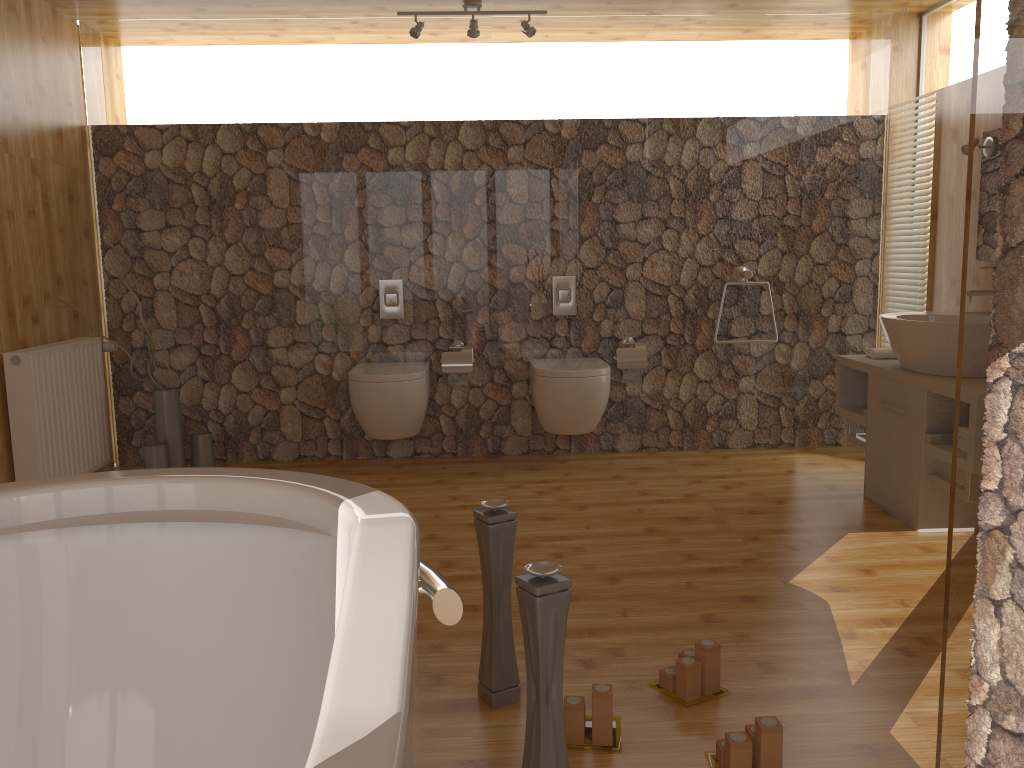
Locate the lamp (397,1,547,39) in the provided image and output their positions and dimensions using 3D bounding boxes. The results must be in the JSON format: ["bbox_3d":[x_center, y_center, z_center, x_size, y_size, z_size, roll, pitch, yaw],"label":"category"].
[{"bbox_3d":[-0.183,-1.685,4.115,0.694,0.155,0.082,-1,8,-1],"label":"lamp"}]

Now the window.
[{"bbox_3d":[2.156,-0.476,2.598,0.010,2.164,3.964,-1,8,-2],"label":"window"}]

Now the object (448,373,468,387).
[{"bbox_3d":[-0.272,-0.064,4.477,0.098,0.151,0.090,-1,8,-2],"label":"object"}]

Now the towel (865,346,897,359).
[{"bbox_3d":[1.675,-0.141,3.869,0.225,0.048,0.140,-1,8,3],"label":"towel"}]

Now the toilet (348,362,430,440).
[{"bbox_3d":[-0.594,0.091,4.329,0.371,0.337,0.507,-1,8,-2],"label":"toilet"}]

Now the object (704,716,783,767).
[{"bbox_3d":[0.476,0.718,1.783,0.141,0.131,0.141,-1,8,-3],"label":"object"}]

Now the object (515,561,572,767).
[{"bbox_3d":[0.061,0.570,1.648,0.080,0.478,0.080,-6,10,-31],"label":"object"}]

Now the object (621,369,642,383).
[{"bbox_3d":[0.606,-0.086,4.510,0.098,0.151,0.090,-1,8,-2],"label":"object"}]

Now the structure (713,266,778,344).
[{"bbox_3d":[1.183,-0.405,4.523,0.332,0.387,0.133,-1,8,-2],"label":"structure"}]

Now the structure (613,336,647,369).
[{"bbox_3d":[0.597,-0.160,4.523,0.170,0.151,0.154,-1,8,-2],"label":"structure"}]

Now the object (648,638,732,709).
[{"bbox_3d":[0.425,0.670,2.125,0.141,0.131,0.141,-6,9,-30],"label":"object"}]

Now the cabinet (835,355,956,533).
[{"bbox_3d":[1.730,0.228,3.482,0.517,0.570,1.136,-1,8,-2],"label":"cabinet"}]

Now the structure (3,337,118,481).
[{"bbox_3d":[-1.934,0.121,3.893,0.150,0.600,0.745,-1,8,-2],"label":"structure"}]

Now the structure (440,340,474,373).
[{"bbox_3d":[-0.281,-0.139,4.490,0.170,0.151,0.154,-1,8,-2],"label":"structure"}]

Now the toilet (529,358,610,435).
[{"bbox_3d":[0.287,0.070,4.362,0.371,0.337,0.507,-1,8,-2],"label":"toilet"}]

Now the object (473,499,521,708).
[{"bbox_3d":[0.867,-0.134,1.373,2.276,1.921,0.347,6,11,40],"label":"object"}]

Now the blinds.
[{"bbox_3d":[1.942,-0.735,4.346,0.042,2.178,0.420,-1,8,-2],"label":"blinds"}]

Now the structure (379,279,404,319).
[{"bbox_3d":[-0.612,-0.431,4.505,0.120,0.200,0.010,-1,8,-2],"label":"structure"}]

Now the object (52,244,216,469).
[{"bbox_3d":[-1.679,-0.064,4.014,0.277,1.123,0.658,2,9,20],"label":"object"}]

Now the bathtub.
[{"bbox_3d":[-0.559,0.507,0.674,0.977,0.900,1.946,-1,8,0],"label":"bathtub"}]

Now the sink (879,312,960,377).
[{"bbox_3d":[1.714,-0.257,3.410,0.533,0.409,0.634,-1,8,-2],"label":"sink"}]

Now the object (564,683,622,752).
[{"bbox_3d":[0.167,0.702,1.936,0.141,0.131,0.141,0,8,6],"label":"object"}]

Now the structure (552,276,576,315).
[{"bbox_3d":[0.268,-0.452,4.538,0.120,0.200,0.010,-1,8,-2],"label":"structure"}]

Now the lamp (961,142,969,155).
[{"bbox_3d":[1.889,-0.962,3.601,0.124,0.080,0.080,-1,8,-2],"label":"lamp"}]
